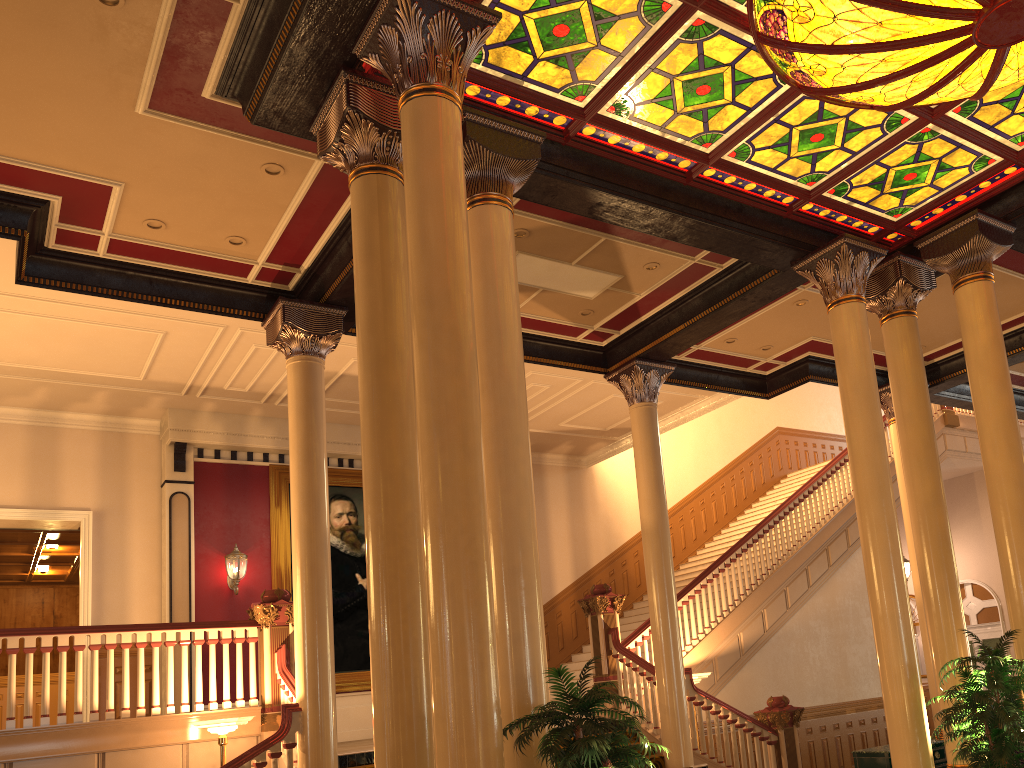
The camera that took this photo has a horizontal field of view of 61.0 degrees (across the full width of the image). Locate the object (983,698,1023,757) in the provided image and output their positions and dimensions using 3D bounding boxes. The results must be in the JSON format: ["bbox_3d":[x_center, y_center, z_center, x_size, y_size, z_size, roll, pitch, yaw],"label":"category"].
[{"bbox_3d":[6.286,4.748,11.449,0.994,1.391,1.171,-4,-14,-4],"label":"object"}]

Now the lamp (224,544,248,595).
[{"bbox_3d":[-3.901,2.619,12.275,0.330,0.707,0.392,2,-15,-32],"label":"lamp"}]

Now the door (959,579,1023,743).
[{"bbox_3d":[9.956,5.899,18.560,0.209,3.369,1.467,1,-13,-31],"label":"door"}]

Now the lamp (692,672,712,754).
[{"bbox_3d":[2.397,4.737,11.156,0.590,1.950,0.589,-2,-11,-15],"label":"lamp"}]

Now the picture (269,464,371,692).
[{"bbox_3d":[-2.397,2.980,13.408,2.648,3.343,0.055,4,-14,-34],"label":"picture"}]

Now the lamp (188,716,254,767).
[{"bbox_3d":[-2.605,4.053,7.868,0.570,1.950,0.609,-14,-14,38],"label":"lamp"}]

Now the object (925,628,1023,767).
[{"bbox_3d":[4.047,3.072,7.187,1.063,2.084,1.086,-8,-13,15],"label":"object"}]

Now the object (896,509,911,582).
[{"bbox_3d":[-1.452,1.067,7.116,0.657,4.165,31.530,-13,-20,37],"label":"object"}]

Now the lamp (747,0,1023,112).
[{"bbox_3d":[2.933,-2.420,5.170,3.123,0.583,2.992,8,-23,-33],"label":"lamp"}]

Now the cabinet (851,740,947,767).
[{"bbox_3d":[4.943,4.983,10.921,1.306,0.839,0.548,6,-17,-33],"label":"cabinet"}]

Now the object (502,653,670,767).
[{"bbox_3d":[0.484,2.580,4.818,1.131,2.084,1.021,7,-17,-44],"label":"object"}]
